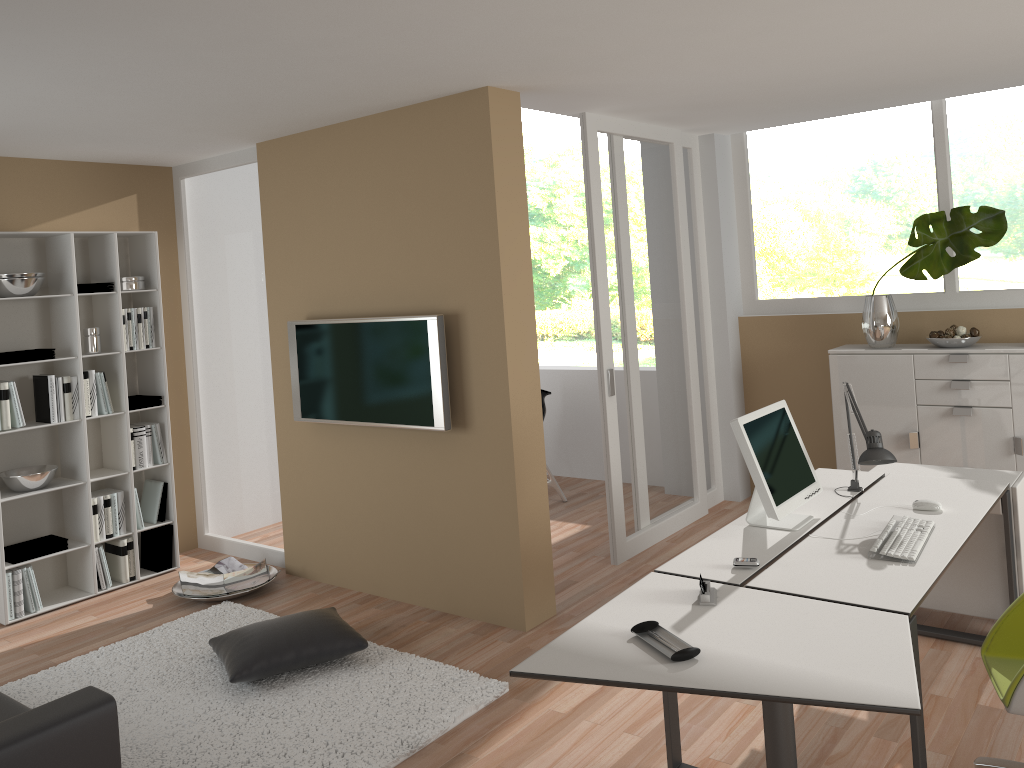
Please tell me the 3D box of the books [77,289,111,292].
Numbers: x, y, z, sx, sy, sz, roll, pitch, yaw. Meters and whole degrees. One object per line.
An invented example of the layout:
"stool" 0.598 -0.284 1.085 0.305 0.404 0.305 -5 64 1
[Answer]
"books" -2.615 -0.568 5.369 0.296 0.007 0.212 0 8 31

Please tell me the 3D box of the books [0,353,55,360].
"books" -2.815 -0.157 5.038 0.210 0.006 0.300 1 9 38

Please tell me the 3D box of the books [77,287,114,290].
"books" -2.613 -0.578 5.367 0.296 0.006 0.212 0 8 33

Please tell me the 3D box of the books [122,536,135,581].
"books" -2.392 1.062 5.415 0.207 0.258 0.040 -2 1 39

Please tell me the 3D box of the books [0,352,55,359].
"books" -2.816 -0.163 5.036 0.210 0.006 0.300 2 9 39

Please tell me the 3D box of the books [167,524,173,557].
"books" -2.233 1.024 5.624 0.218 0.274 0.032 -2 1 39

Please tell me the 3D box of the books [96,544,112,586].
"books" -2.494 1.082 5.306 0.207 0.258 0.058 -2 1 39

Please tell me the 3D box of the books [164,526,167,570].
"books" -2.256 1.032 5.594 0.210 0.269 0.032 -2 1 39

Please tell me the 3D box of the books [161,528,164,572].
"books" -2.270 1.035 5.576 0.210 0.269 0.032 -2 1 39

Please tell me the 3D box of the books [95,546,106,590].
"books" -2.512 1.088 5.264 0.207 0.259 0.060 -2 1 38

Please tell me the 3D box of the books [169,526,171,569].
"books" -2.239 1.028 5.615 0.210 0.269 0.032 -2 1 39

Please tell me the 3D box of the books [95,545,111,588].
"books" -2.492 1.086 5.282 0.207 0.258 0.058 -2 1 39

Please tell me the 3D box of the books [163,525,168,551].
"books" -2.252 1.028 5.604 0.213 0.270 0.032 -2 1 39

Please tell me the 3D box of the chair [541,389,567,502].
"chair" -0.376 0.512 6.647 1.437 0.824 0.694 -6 3 -17

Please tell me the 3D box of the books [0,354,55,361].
"books" -2.815 -0.152 5.038 0.210 0.006 0.300 1 9 38

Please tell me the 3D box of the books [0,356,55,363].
"books" -2.815 -0.141 5.037 0.210 0.006 0.300 1 9 38

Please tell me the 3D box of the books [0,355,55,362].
"books" -2.817 -0.146 5.035 0.210 0.007 0.300 1 8 36

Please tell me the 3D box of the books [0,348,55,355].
"books" -2.816 -0.185 5.040 0.210 0.006 0.300 1 9 38

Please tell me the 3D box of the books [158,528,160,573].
"books" -2.282 1.038 5.558 0.211 0.269 0.032 -2 1 39

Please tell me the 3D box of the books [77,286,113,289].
"books" -2.616 -0.584 5.367 0.296 0.006 0.212 1 8 34

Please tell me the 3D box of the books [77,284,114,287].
"books" -2.613 -0.595 5.371 0.296 0.008 0.212 0 8 33

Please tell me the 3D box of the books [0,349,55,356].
"books" -2.815 -0.180 5.039 0.210 0.007 0.300 1 9 38

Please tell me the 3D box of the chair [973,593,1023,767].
"chair" 1.642 0.882 2.459 0.597 0.809 0.625 -3 2 13

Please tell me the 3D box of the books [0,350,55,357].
"books" -2.820 -0.174 5.039 0.210 0.008 0.300 1 9 38

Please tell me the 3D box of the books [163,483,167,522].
"books" -2.280 0.746 5.639 0.218 0.242 0.043 -2 1 39

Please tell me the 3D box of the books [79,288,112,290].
"books" -2.613 -0.573 5.367 0.296 0.006 0.212 0 8 33

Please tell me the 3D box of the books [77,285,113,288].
"books" -2.613 -0.590 5.371 0.296 0.008 0.212 0 8 33

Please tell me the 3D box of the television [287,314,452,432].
"television" -0.795 -0.066 4.708 1.172 0.578 0.054 0 3 38

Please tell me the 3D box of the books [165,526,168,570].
"books" -2.252 1.031 5.597 0.211 0.269 0.032 -2 1 39

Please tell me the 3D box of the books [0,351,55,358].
"books" -2.819 -0.169 5.039 0.210 0.008 0.300 1 9 38

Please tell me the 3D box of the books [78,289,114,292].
"books" -2.613 -0.562 5.368 0.296 0.006 0.212 0 8 33

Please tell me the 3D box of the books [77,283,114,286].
"books" -2.614 -0.600 5.365 0.296 0.007 0.212 0 8 33

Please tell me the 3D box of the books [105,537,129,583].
"books" -2.414 1.068 5.380 0.207 0.258 0.040 -2 1 39

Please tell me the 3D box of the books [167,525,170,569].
"books" -2.242 1.027 5.610 0.216 0.272 0.032 -2 1 39

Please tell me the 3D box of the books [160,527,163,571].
"books" -2.272 1.034 5.571 0.216 0.272 0.032 -2 1 39

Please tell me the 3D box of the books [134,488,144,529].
"books" -2.372 0.765 5.473 0.207 0.259 0.060 -2 1 38

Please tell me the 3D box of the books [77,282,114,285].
"books" -2.613 -0.605 5.366 0.296 0.006 0.212 0 8 33

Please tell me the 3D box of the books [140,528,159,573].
"books" -2.287 1.039 5.555 0.210 0.269 0.032 -2 1 39

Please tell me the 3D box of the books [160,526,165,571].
"books" -2.263 1.031 5.585 0.218 0.274 0.032 -2 1 39

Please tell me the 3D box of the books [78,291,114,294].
"books" -2.614 -0.551 5.368 0.296 0.007 0.212 0 8 33

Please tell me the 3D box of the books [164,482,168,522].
"books" -2.274 0.747 5.645 0.210 0.238 0.043 -2 1 39

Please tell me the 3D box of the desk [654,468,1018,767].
"desk" 1.301 0.859 3.307 0.802 0.685 1.614 -1 6 38

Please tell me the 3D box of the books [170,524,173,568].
"books" -2.229 1.026 5.628 0.210 0.269 0.032 -2 1 39

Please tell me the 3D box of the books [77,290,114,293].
"books" -2.613 -0.556 5.368 0.296 0.006 0.212 0 8 33

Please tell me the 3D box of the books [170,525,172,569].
"books" -2.236 1.028 5.619 0.210 0.269 0.032 -2 1 39

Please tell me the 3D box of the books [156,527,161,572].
"books" -2.283 1.035 5.565 0.213 0.270 0.032 -2 1 39

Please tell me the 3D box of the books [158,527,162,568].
"books" -2.280 1.035 5.569 0.213 0.270 0.032 -2 1 39

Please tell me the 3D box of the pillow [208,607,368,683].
"pillow" -1.023 1.175 3.996 0.612 0.209 0.583 -7 7 -26

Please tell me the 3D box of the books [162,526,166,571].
"books" -2.260 1.033 5.589 0.210 0.269 0.032 -2 1 39

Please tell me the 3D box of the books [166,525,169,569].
"books" -2.249 1.028 5.608 0.213 0.270 0.032 -2 1 39

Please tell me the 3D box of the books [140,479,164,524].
"books" -2.303 0.748 5.613 0.207 0.245 0.085 -2 2 39
